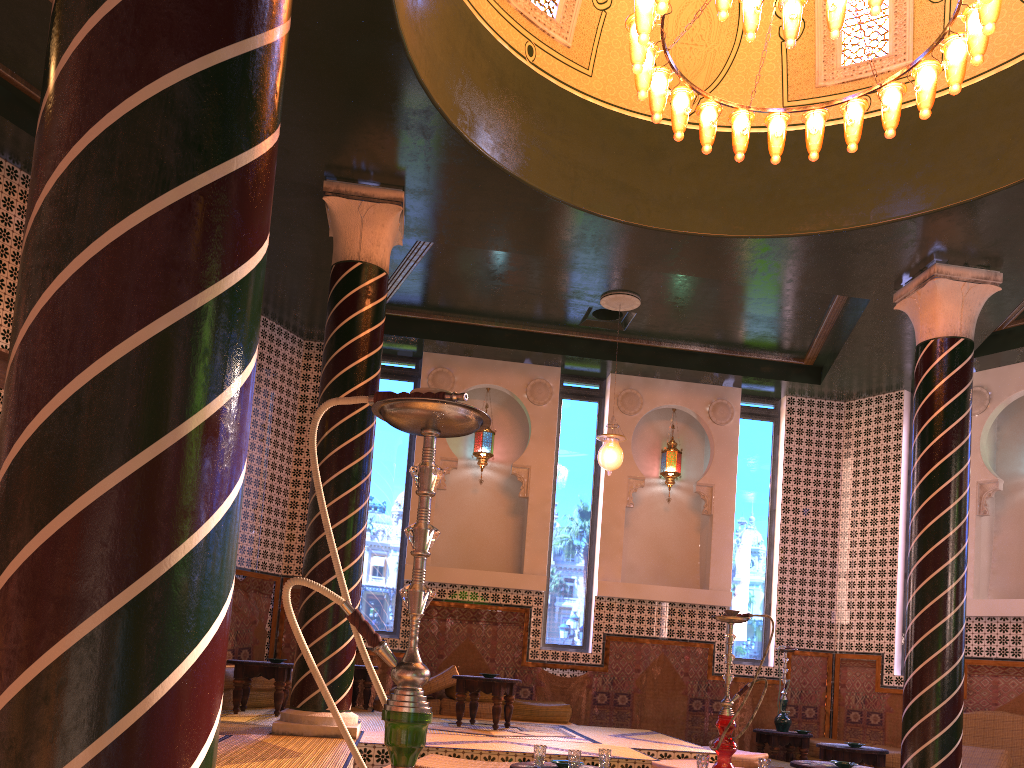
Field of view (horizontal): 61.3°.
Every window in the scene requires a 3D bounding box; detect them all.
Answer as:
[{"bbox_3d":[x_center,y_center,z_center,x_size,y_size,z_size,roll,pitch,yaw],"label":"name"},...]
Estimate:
[{"bbox_3d":[0.920,2.104,13.249,0.776,3.915,0.093,5,-5,-7],"label":"window"},{"bbox_3d":[3.748,2.420,13.590,0.776,3.915,0.093,5,-5,-7],"label":"window"},{"bbox_3d":[2.260,-4.429,6.310,5.761,1.133,5.724,-5,-19,28],"label":"window"},{"bbox_3d":[-1.908,1.788,12.909,0.776,3.915,0.093,5,-5,-7],"label":"window"},{"bbox_3d":[6.121,2.273,12.579,0.092,3.915,0.779,8,-6,-36],"label":"window"}]

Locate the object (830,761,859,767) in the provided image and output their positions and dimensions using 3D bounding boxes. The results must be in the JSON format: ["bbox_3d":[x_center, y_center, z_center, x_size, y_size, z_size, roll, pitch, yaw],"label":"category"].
[{"bbox_3d":[3.056,3.507,7.942,0.253,0.044,0.259,11,-18,-20],"label":"object"}]

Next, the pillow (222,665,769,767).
[{"bbox_3d":[-1.536,3.107,7.623,10.054,1.234,10.338,6,-17,-6],"label":"pillow"}]

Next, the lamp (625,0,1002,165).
[{"bbox_3d":[2.179,-4.422,6.166,2.469,4.507,2.546,4,-8,1],"label":"lamp"}]

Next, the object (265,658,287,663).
[{"bbox_3d":[-2.723,3.197,9.966,0.250,0.044,0.262,2,-17,8],"label":"object"}]

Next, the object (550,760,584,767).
[{"bbox_3d":[0.403,2.791,6.323,0.253,0.044,0.259,-9,-22,37],"label":"object"}]

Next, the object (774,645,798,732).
[{"bbox_3d":[3.944,4.428,12.557,0.300,1.227,0.475,1,-7,30],"label":"object"}]

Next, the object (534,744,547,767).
[{"bbox_3d":[0.198,2.686,6.224,0.092,0.159,0.094,-3,-11,41],"label":"object"}]

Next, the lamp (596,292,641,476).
[{"bbox_3d":[1.317,0.042,11.060,0.523,2.269,0.527,6,-6,-18],"label":"lamp"}]

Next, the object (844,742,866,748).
[{"bbox_3d":[4.197,4.420,10.564,0.250,0.044,0.262,2,-17,8],"label":"object"}]

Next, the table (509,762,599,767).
[{"bbox_3d":[0.377,3.073,6.210,0.844,0.574,0.867,8,-14,-15],"label":"table"}]

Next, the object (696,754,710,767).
[{"bbox_3d":[1.412,2.831,6.400,0.092,0.159,0.095,5,-8,-4],"label":"object"}]

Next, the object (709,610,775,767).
[{"bbox_3d":[1.703,2.329,6.484,0.462,1.226,0.308,3,-6,10],"label":"object"}]

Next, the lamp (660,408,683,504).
[{"bbox_3d":[2.511,1.114,13.587,0.360,1.531,0.332,1,-6,27],"label":"lamp"}]

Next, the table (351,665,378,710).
[{"bbox_3d":[-2.285,4.165,11.896,0.836,0.574,0.875,1,-14,11],"label":"table"}]

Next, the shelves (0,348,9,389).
[{"bbox_3d":[-4.758,-0.058,8.578,0.255,0.332,4.675,0,-18,23],"label":"shelves"}]

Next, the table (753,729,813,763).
[{"bbox_3d":[3.910,5.340,12.514,0.837,0.574,0.874,4,-14,3],"label":"table"}]

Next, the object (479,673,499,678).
[{"bbox_3d":[-0.273,3.495,10.337,0.250,0.044,0.262,2,-17,8],"label":"object"}]

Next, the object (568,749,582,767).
[{"bbox_3d":[0.436,2.649,6.053,0.093,0.159,0.093,9,-9,-29],"label":"object"}]

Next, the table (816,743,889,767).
[{"bbox_3d":[4.161,4.752,10.594,0.861,0.574,0.850,16,-18,-41],"label":"table"}]

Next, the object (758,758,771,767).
[{"bbox_3d":[1.887,2.884,6.457,0.093,0.159,0.093,9,-9,-29],"label":"object"}]

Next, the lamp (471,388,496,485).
[{"bbox_3d":[-0.418,0.780,13.213,0.324,1.531,0.369,2,-6,27],"label":"lamp"}]

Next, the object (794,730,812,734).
[{"bbox_3d":[4.177,5.004,12.407,0.250,0.044,0.262,2,-17,8],"label":"object"}]

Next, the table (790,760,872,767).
[{"bbox_3d":[3.001,3.843,8.003,0.840,0.574,0.871,-3,-16,28],"label":"table"}]

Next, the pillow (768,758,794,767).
[{"bbox_3d":[3.545,5.234,11.619,0.997,0.271,0.967,16,-20,-34],"label":"pillow"}]

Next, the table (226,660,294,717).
[{"bbox_3d":[-2.881,3.504,9.952,0.838,0.574,0.874,4,-14,-1],"label":"table"}]

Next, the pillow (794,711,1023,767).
[{"bbox_3d":[6.069,4.667,10.684,1.436,1.163,5.863,13,-19,-35],"label":"pillow"}]

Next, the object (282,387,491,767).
[{"bbox_3d":[-0.324,0.631,2.118,0.463,1.227,0.305,4,-6,1],"label":"object"}]

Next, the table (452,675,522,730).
[{"bbox_3d":[-0.321,3.804,10.312,0.837,0.574,0.875,3,-14,5],"label":"table"}]

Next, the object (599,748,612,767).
[{"bbox_3d":[0.673,2.739,6.281,0.093,0.159,0.093,9,-9,-29],"label":"object"}]
